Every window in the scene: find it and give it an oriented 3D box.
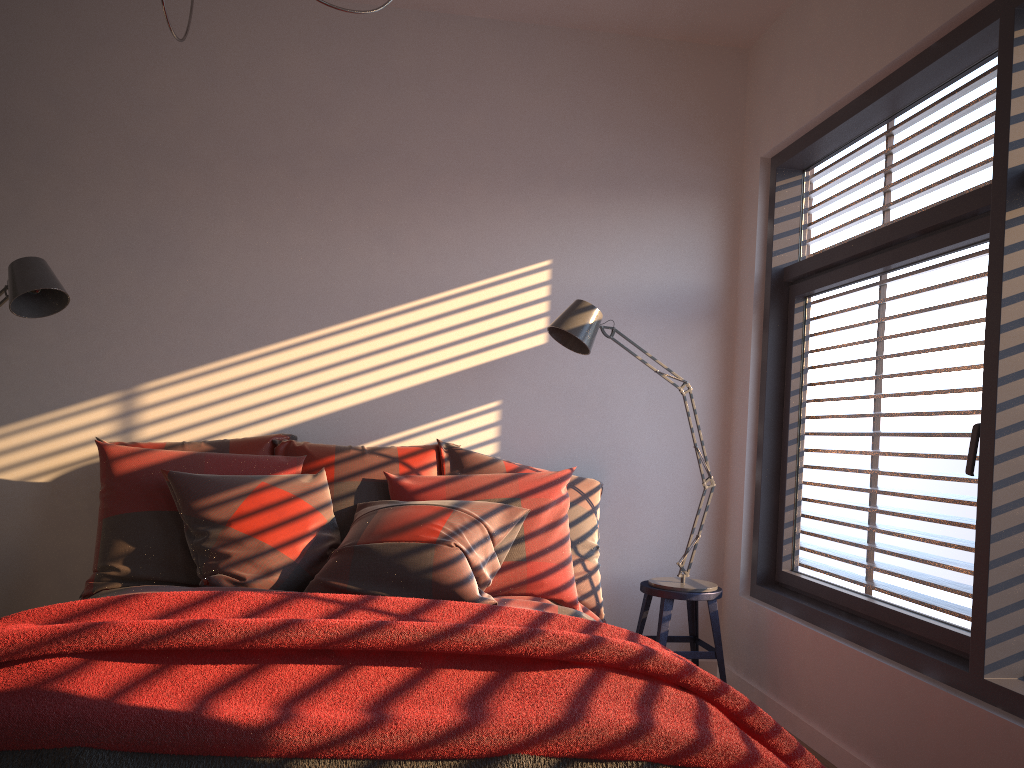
[{"bbox_3d":[1.371,-0.096,2.624,0.170,1.938,2.640,3,-2,-8],"label":"window"}]

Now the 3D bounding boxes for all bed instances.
[{"bbox_3d":[-0.487,0.810,2.636,2.037,0.769,2.316,3,-3,-8],"label":"bed"}]

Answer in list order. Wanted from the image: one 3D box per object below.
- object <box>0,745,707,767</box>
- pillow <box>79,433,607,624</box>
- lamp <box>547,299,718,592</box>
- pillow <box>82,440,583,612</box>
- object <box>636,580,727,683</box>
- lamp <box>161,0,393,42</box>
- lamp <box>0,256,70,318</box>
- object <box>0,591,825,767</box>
[{"bbox_3d":[-0.369,0.867,1.840,2.507,0.567,1.123,3,-3,-8],"label":"object"},{"bbox_3d":[-0.552,0.556,3.245,2.143,0.733,1.145,3,-3,-10],"label":"pillow"},{"bbox_3d":[0.486,0.252,3.573,0.789,1.126,0.279,3,-1,-16],"label":"lamp"},{"bbox_3d":[-0.635,0.525,3.267,1.815,0.551,0.528,3,-2,-7],"label":"pillow"},{"bbox_3d":[0.682,1.071,3.645,0.338,0.480,0.342,3,-1,-10],"label":"object"},{"bbox_3d":[-0.607,-1.270,1.421,1.101,1.078,1.248,3,-2,-8],"label":"lamp"},{"bbox_3d":[-1.955,0.111,3.227,0.787,1.126,0.280,2,-1,33],"label":"lamp"},{"bbox_3d":[-0.424,0.842,1.976,2.645,0.659,0.683,3,-2,-7],"label":"object"}]
